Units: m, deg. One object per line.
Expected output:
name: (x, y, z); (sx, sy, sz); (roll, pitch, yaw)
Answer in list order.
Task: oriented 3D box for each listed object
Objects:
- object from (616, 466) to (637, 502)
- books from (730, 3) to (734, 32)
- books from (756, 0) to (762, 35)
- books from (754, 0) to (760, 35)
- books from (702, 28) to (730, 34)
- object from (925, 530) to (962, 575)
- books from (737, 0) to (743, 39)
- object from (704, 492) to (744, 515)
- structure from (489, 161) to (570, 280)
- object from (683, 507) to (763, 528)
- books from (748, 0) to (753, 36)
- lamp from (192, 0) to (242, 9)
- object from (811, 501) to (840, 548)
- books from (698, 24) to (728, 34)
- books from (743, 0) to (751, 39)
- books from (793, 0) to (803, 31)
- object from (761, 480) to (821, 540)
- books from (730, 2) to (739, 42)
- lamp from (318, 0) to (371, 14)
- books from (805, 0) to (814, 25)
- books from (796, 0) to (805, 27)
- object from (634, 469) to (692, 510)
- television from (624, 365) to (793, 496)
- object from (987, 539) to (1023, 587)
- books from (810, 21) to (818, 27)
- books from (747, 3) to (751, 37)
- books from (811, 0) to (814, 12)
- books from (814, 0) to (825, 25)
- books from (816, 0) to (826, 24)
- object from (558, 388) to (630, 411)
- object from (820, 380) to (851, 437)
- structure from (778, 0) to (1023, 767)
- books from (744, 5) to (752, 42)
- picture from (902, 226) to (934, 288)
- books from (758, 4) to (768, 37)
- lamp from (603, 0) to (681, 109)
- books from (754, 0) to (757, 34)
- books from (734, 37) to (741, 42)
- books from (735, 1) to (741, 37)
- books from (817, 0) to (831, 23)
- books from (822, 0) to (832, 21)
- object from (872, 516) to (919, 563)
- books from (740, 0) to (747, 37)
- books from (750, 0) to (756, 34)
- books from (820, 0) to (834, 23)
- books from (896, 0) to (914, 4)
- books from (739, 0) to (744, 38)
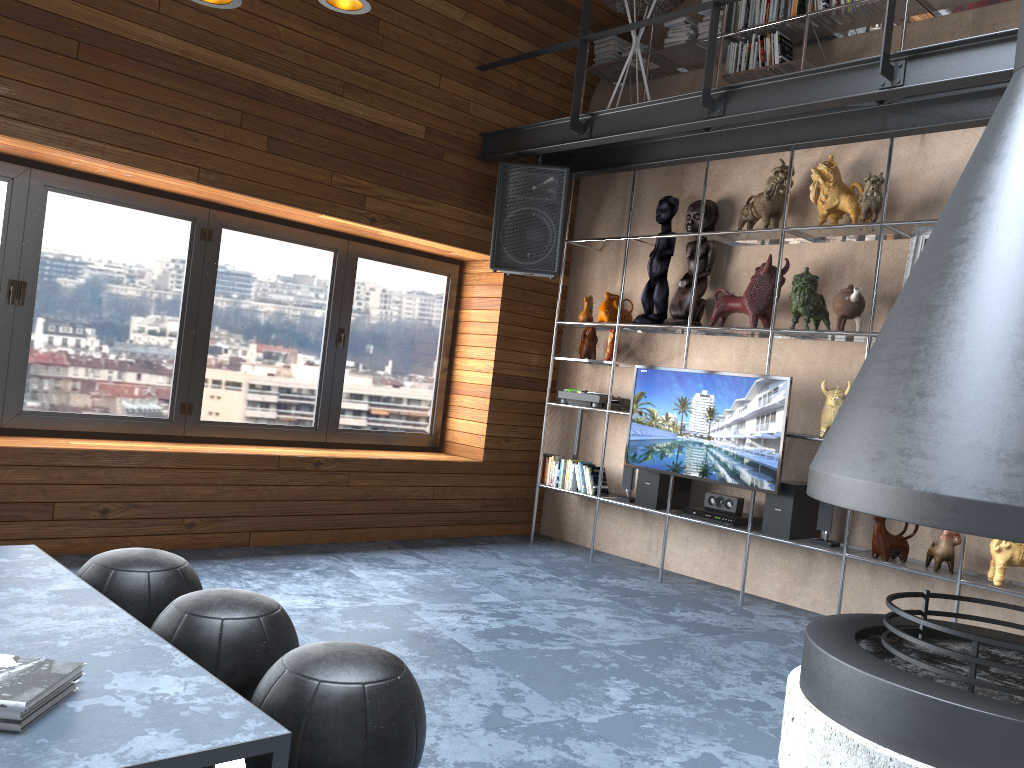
object: (0.787, 0.497, 5.779); (0.112, 0.533, 0.112); (7, 0, -43)
books: (1.423, -2.237, 5.501); (0.207, 0.255, 0.010); (7, 0, -43)
books: (1.523, -2.213, 5.339); (0.129, 0.231, 0.010); (7, 0, -43)
books: (1.521, -2.232, 5.356); (0.142, 0.268, 0.020); (7, 0, -43)
books: (1.324, -2.180, 5.580); (0.217, 0.013, 0.161); (7, 0, -43)
object: (2.089, 0.806, 4.336); (0.119, 0.220, 0.212); (7, 0, -9)
books: (1.453, -2.233, 5.457); (0.191, 0.255, 0.012); (7, 0, -43)
object: (1.262, 0.713, 5.283); (0.080, 0.101, 0.223); (7, 0, -43)
structure: (0.136, -1.061, 5.839); (0.461, 0.735, 0.488); (7, 0, 7)
object: (1.257, 0.792, 5.286); (0.325, 0.058, 0.360); (7, 0, -43)
books: (1.476, -2.205, 5.375); (0.130, 0.208, 0.010); (7, 0, -43)
lamp: (-0.912, -2.262, 2.996); (0.210, 1.911, 0.210); (7, 0, -6)
object: (1.718, 0.603, 4.779); (0.112, 0.533, 0.112); (7, 0, -43)
books: (1.319, -2.194, 5.576); (0.252, 0.016, 0.182); (7, 0, -39)
books: (1.474, -2.219, 5.405); (0.160, 0.231, 0.021); (7, 0, -43)
books: (1.682, -2.181, 5.161); (0.129, 0.203, 0.021); (7, 0, -43)
object: (1.582, 0.706, 4.984); (0.343, 0.303, 0.175); (7, 0, -43)
books: (1.402, -2.228, 5.467); (0.148, 0.234, 0.013); (7, 0, -43)
lamp: (-0.576, -2.290, 3.521); (0.210, 1.565, 0.210); (7, 0, -6)
books: (1.728, -2.182, 5.102); (0.133, 0.219, 0.058); (7, 0, -43)
books: (1.694, -2.202, 5.141); (0.131, 0.247, 0.018); (7, 0, -43)
object: (0.968, 0.636, 5.644); (0.343, 0.303, 0.175); (7, 0, -43)
television: (1.129, 0.242, 5.157); (0.115, 0.638, 1.075); (7, 0, -43)
object: (2.358, 0.763, 4.095); (0.375, 0.363, 0.170); (7, 0, 13)
books: (1.728, -2.181, 5.102); (0.129, 0.218, 0.057); (7, 0, -43)
books: (1.478, -2.206, 5.390); (0.130, 0.206, 0.010); (7, 0, -43)
books: (1.749, -2.188, 5.078); (0.143, 0.235, 0.055); (7, 0, -43)
books: (1.768, -2.185, 5.077); (0.148, 0.233, 0.053); (7, 0, -43)
books: (1.773, -2.169, 5.061); (0.130, 0.203, 0.052); (7, 0, -43)
object: (0.556, 0.103, 6.116); (0.320, 0.114, 0.404); (7, 0, -43)
object: (1.754, 0.141, 4.765); (0.154, 0.310, 0.325); (6, 0, 32)
structure: (1.903, -1.551, 2.482); (1.197, 5.700, 1.689); (7, 0, -43)
books: (1.471, -2.221, 5.425); (0.148, 0.234, 0.013); (7, 0, -43)
picture: (2.292, -0.524, 4.571); (0.136, 0.625, 0.544); (7, 0, -43)
books: (1.531, -2.200, 5.333); (0.130, 0.206, 0.010); (7, 0, -43)
lamp: (0.755, -2.072, 5.396); (0.475, 1.002, 0.475); (7, 0, -19)
books: (1.508, -2.208, 5.366); (0.148, 0.217, 0.010); (7, 0, -43)
books: (1.427, -2.226, 5.473); (0.148, 0.234, 0.013); (7, 0, -43)
books: (1.433, -2.224, 5.458); (0.169, 0.232, 0.018); (7, 0, -43)
books: (1.779, -2.177, 5.045); (0.141, 0.221, 0.055); (7, 0, -43)
books: (1.798, -2.168, 5.021); (0.148, 0.206, 0.053); (7, 0, -43)
object: (1.933, 0.756, 4.511); (0.249, 0.290, 0.114); (7, 0, -18)
books: (1.454, -2.222, 5.427); (0.148, 0.234, 0.013); (7, 0, -43)
books: (1.495, -2.206, 5.373); (0.146, 0.210, 0.018); (7, 0, -43)
books: (1.789, -2.183, 5.035); (0.148, 0.233, 0.053); (7, 0, -43)
books: (2.191, -2.125, 4.577); (0.139, 0.211, 0.467); (7, 0, -44)
books: (1.464, -2.230, 5.452); (0.192, 0.251, 0.012); (7, 0, -43)
